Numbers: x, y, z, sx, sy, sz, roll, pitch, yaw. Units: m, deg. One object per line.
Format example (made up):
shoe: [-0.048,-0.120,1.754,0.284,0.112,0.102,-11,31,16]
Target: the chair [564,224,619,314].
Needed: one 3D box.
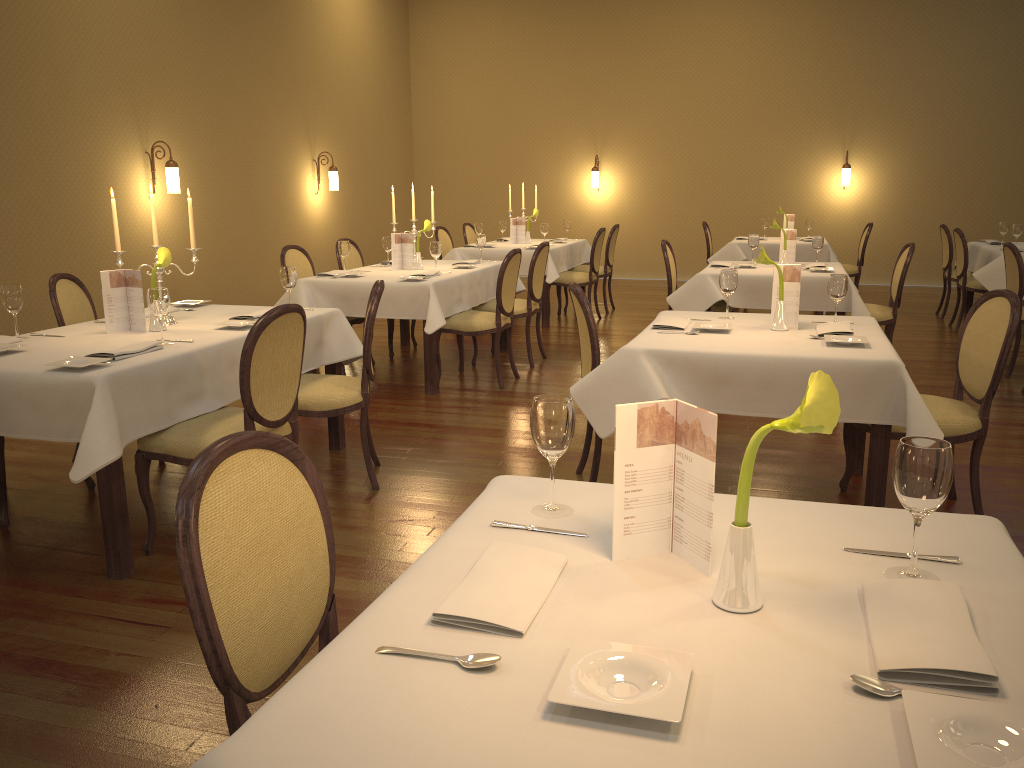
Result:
chair: [0.887,-1.284,9.797,0.571,0.955,0.530,3,13,17]

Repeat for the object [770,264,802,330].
object: [1.234,-0.385,3.901,0.081,0.277,0.166,-7,14,-26]

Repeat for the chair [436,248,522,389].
chair: [-0.223,-0.479,6.262,0.571,0.955,0.530,3,13,17]

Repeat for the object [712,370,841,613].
object: [0.377,0.158,1.288,0.163,0.375,0.076,10,16,38]

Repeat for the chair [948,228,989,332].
chair: [4.426,-0.983,8.342,0.571,0.955,0.530,3,13,17]

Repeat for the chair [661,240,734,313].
chair: [1.445,-0.645,6.943,0.571,0.955,0.530,3,13,17]

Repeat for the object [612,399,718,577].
object: [0.262,0.168,1.483,0.166,0.277,0.081,5,14,23]

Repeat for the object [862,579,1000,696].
object: [0.578,0.344,1.247,0.142,0.033,0.273,3,13,17]

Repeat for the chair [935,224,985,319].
chair: [4.673,-1.161,9.121,0.571,0.955,0.530,3,13,17]

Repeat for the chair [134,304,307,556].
chair: [-1.099,0.156,3.474,0.571,0.955,0.530,3,13,17]

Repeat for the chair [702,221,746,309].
chair: [2.452,-1.376,10.151,0.571,0.955,0.530,3,13,17]

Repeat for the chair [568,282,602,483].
chair: [0.544,0.007,4.080,0.571,0.955,0.530,-1,13,-3]

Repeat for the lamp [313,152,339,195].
lamp: [-2.288,-2.581,10.852,0.323,0.513,0.114,1,13,6]

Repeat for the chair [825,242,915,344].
chair: [2.617,-0.563,6.539,0.571,0.955,0.530,3,13,17]

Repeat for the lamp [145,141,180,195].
lamp: [-3.176,-1.937,8.024,0.323,0.513,0.114,1,13,6]

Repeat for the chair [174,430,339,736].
chair: [-0.236,0.573,1.593,0.571,0.955,0.530,3,13,17]

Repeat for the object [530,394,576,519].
object: [0.079,0.139,1.718,0.088,0.229,0.088,-6,14,-24]

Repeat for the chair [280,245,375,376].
chair: [-1.396,-0.561,6.667,0.571,0.955,0.530,3,13,17]

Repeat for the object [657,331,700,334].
object: [0.710,-0.222,3.783,0.181,0.015,0.038,4,13,18]

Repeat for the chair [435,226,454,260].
chair: [-0.511,-1.202,9.482,0.571,0.955,0.530,3,13,17]

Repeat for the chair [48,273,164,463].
chair: [-2.062,-0.111,4.694,0.571,0.955,0.530,-1,13,-3]

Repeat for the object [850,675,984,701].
object: [0.514,0.385,1.098,0.181,0.015,0.038,4,13,18]

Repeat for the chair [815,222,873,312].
chair: [3.625,-1.294,9.747,0.571,0.955,0.530,3,13,17]

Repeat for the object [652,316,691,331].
object: [0.722,-0.274,4.001,0.142,0.024,0.273,3,13,17]

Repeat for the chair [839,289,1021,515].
chair: [1.727,0.085,3.695,0.571,0.955,0.530,1,13,7]

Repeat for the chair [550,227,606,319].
chair: [0.661,-1.120,9.077,0.571,0.955,0.530,3,13,17]

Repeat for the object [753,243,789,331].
object: [1.119,-0.416,3.813,0.163,0.375,0.076,-2,13,-6]

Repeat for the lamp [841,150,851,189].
lamp: [4.447,-2.861,11.861,0.114,0.513,0.323,1,13,6]

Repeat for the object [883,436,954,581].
object: [0.648,0.203,1.413,0.088,0.229,0.088,-6,14,-24]

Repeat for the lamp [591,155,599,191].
lamp: [1.206,-3.055,12.835,0.114,0.513,0.323,1,13,6]

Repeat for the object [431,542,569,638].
object: [-0.011,0.318,1.400,0.142,0.024,0.273,3,13,17]

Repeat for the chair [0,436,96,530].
chair: [-2.272,0.074,3.879,0.571,0.955,0.530,3,13,17]

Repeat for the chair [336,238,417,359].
chair: [-1.149,-0.740,7.452,0.571,0.955,0.530,3,13,17]

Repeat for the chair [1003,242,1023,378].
chair: [3.811,-0.536,6.377,0.571,0.955,0.530,3,13,17]

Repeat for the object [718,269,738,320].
object: [1.017,-0.423,4.176,0.088,0.229,0.088,-8,15,-30]

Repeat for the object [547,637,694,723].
object: [0.141,0.379,1.119,0.160,0.024,0.160,3,13,17]

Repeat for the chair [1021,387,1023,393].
chair: [3.564,-0.358,5.598,0.571,0.955,0.530,3,13,17]

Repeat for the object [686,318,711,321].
object: [0.841,-0.305,4.160,0.185,0.010,0.017,3,13,17]

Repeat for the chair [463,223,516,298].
chair: [-0.265,-1.381,10.267,0.571,0.955,0.530,3,13,17]

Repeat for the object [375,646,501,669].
object: [-0.101,0.366,1.202,0.181,0.015,0.038,4,13,18]

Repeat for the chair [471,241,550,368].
chair: [0.003,-0.643,6.983,0.571,0.955,0.530,3,13,17]

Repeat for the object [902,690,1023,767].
object: [0.528,0.405,0.988,0.160,0.024,0.160,3,13,17]

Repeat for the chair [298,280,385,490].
chair: [-0.870,-0.003,4.172,0.571,0.955,0.530,-2,13,-8]

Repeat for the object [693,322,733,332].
object: [0.872,-0.242,3.849,0.160,0.024,0.160,3,13,17]

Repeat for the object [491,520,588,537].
object: [0.051,0.267,1.644,0.185,0.010,0.017,3,13,17]
